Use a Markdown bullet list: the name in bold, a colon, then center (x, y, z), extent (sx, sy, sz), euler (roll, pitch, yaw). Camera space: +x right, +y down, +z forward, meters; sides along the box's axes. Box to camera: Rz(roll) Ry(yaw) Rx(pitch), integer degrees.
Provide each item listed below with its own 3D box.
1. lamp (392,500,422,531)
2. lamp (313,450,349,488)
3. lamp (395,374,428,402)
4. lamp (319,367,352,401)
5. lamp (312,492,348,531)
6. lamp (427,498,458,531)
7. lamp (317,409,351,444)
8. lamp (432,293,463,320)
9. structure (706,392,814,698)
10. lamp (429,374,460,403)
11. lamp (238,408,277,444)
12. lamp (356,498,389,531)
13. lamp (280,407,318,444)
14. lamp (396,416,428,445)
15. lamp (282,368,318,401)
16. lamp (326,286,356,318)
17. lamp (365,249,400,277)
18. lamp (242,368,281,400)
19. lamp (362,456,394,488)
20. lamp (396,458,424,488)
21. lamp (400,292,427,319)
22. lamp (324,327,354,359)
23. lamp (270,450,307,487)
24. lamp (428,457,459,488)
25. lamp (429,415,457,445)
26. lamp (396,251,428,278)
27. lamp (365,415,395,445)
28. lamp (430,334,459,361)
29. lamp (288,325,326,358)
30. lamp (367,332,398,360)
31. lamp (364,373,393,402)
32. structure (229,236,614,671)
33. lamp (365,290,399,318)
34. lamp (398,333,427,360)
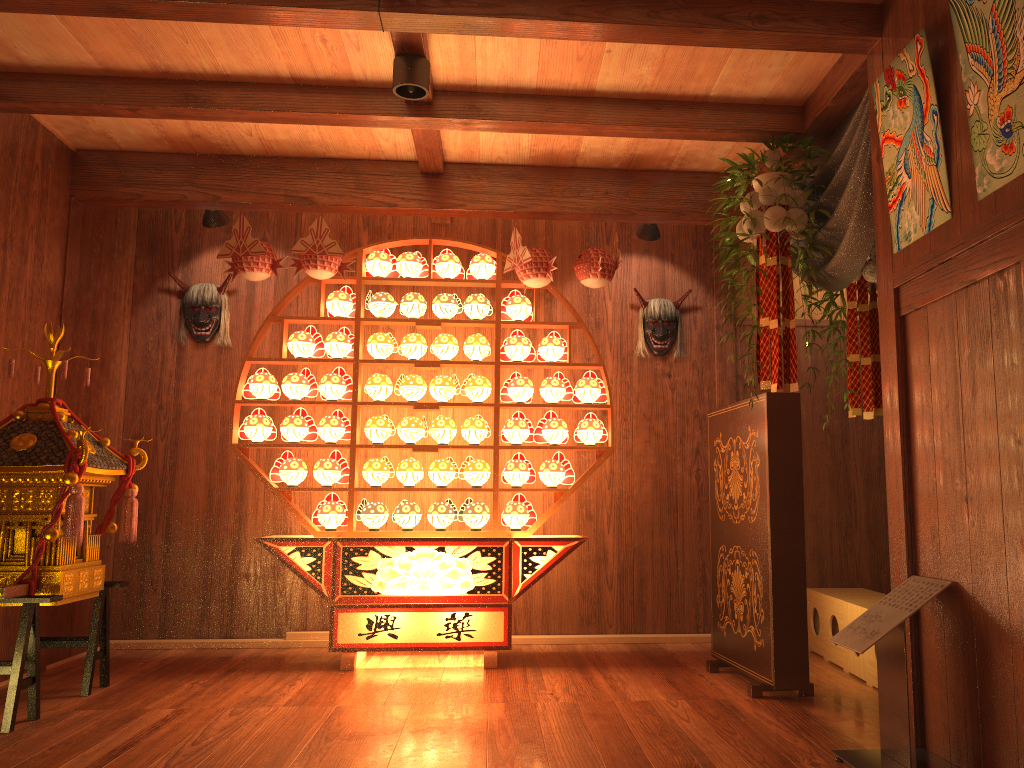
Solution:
- **lamp**: center (-0.533, 0.675, 4.545), extent (0.143, 0.161, 0.153), euler (4, -8, -23)
- **lamp**: center (-0.954, 0.432, 4.538), extent (0.196, 0.200, 0.161), euler (-3, -8, 21)
- **lamp**: center (-0.512, 0.022, 4.641), extent (0.153, 0.161, 0.143), euler (-4, -9, 27)
- **lamp**: center (-0.937, -0.004, 4.600), extent (0.198, 0.200, 0.159), euler (-1, -8, 11)
- **lamp**: center (-0.921, 0.651, 4.515), extent (0.198, 0.197, 0.154), euler (2, -8, -13)
- **lamp**: center (-0.371, 0.674, 4.562), extent (0.135, 0.167, 0.161), euler (-4, -9, 27)
- **lamp**: center (-0.937, 0.218, 4.570), extent (0.180, 0.192, 0.159), euler (-1, -8, 12)
- **lamp**: center (-0.362, -0.416, 4.714), extent (0.135, 0.167, 0.162), euler (-5, -10, 37)
- **structure**: center (1.094, 0.708, 4.010), extent (0.273, 1.250, 0.793), euler (1, -8, -6)
- **lamp**: center (-0.373, 0.022, 4.659), extent (0.162, 0.167, 0.134), euler (6, -10, -38)
- **lamp**: center (-1.302, 0.211, 4.538), extent (0.193, 0.195, 0.154), euler (3, -8, -18)
- **lamp**: center (-0.698, 0.670, 4.535), extent (0.153, 0.167, 0.143), euler (-4, -9, 27)
- **lamp**: center (-1.123, 0.211, 4.554), extent (0.199, 0.200, 0.158), euler (0, -8, 6)
- **lamp**: center (-0.536, 0.240, 4.611), extent (0.161, 0.161, 0.135), euler (5, -9, -28)
- **lamp**: center (-1.128, -0.002, 4.586), extent (0.176, 0.191, 0.161), euler (-3, -9, 27)
- **lamp**: center (-0.912, -0.440, 4.662), extent (0.198, 0.200, 0.159), euler (-1, -8, 11)
- **lamp**: center (-0.710, -0.656, 4.709), extent (0.199, 0.200, 0.158), euler (0, -8, 6)
- **lamp**: center (-1.284, -0.003, 4.570), extent (0.194, 0.187, 0.153), euler (4, -8, -23)
- **lamp**: center (-0.706, 0.452, 4.562), extent (0.135, 0.167, 0.161), euler (-4, -9, 27)
- **lamp**: center (-0.530, 0.457, 4.573), extent (0.140, 0.161, 0.156), euler (1, -8, -3)
- **lamp**: center (-0.523, -0.416, 4.693), extent (0.141, 0.161, 0.154), euler (2, -8, -13)
- **lamp**: center (-0.915, -0.220, 4.632), extent (0.187, 0.195, 0.159), euler (-1, -8, 11)
- **lamp**: center (-1.116, 0.434, 4.531), extent (0.192, 0.194, 0.151), euler (8, -11, -43)
- **lamp**: center (-0.369, 0.457, 4.592), extent (0.135, 0.167, 0.161), euler (-4, -9, 27)
- **lamp**: center (-0.357, 0.239, 4.619), extent (0.142, 0.167, 0.153), euler (3, -8, -18)
- **lamp**: center (-0.557, -0.643, 4.725), extent (0.165, 0.179, 0.161), euler (-4, -9, 27)
- **lamp**: center (-0.699, 0.234, 4.590), extent (0.137, 0.167, 0.160), euler (-2, -8, 17)
- **lamp**: center (-0.349, -0.198, 4.680), extent (0.143, 0.167, 0.153), euler (4, -8, -23)
- **lamp**: center (-1.104, -0.225, 4.618), extent (0.196, 0.200, 0.161), euler (-3, -8, 21)
- **lamp**: center (-0.698, -0.203, 4.652), extent (0.135, 0.167, 0.161), euler (-4, -9, 27)
- **lamp**: center (-0.690, 0.015, 4.617), extent (0.143, 0.167, 0.153), euler (4, -8, -23)
- **structure**: center (-0.448, 0.308, 4.605), extent (1.972, 2.195, 0.487), euler (1, -8, -5)
- **lamp**: center (-0.680, -0.419, 4.692), extent (0.155, 0.167, 0.141), euler (-1, -8, 12)
- **lamp**: center (-0.515, -0.197, 4.665), extent (0.143, 0.161, 0.153), euler (4, -8, -23)
